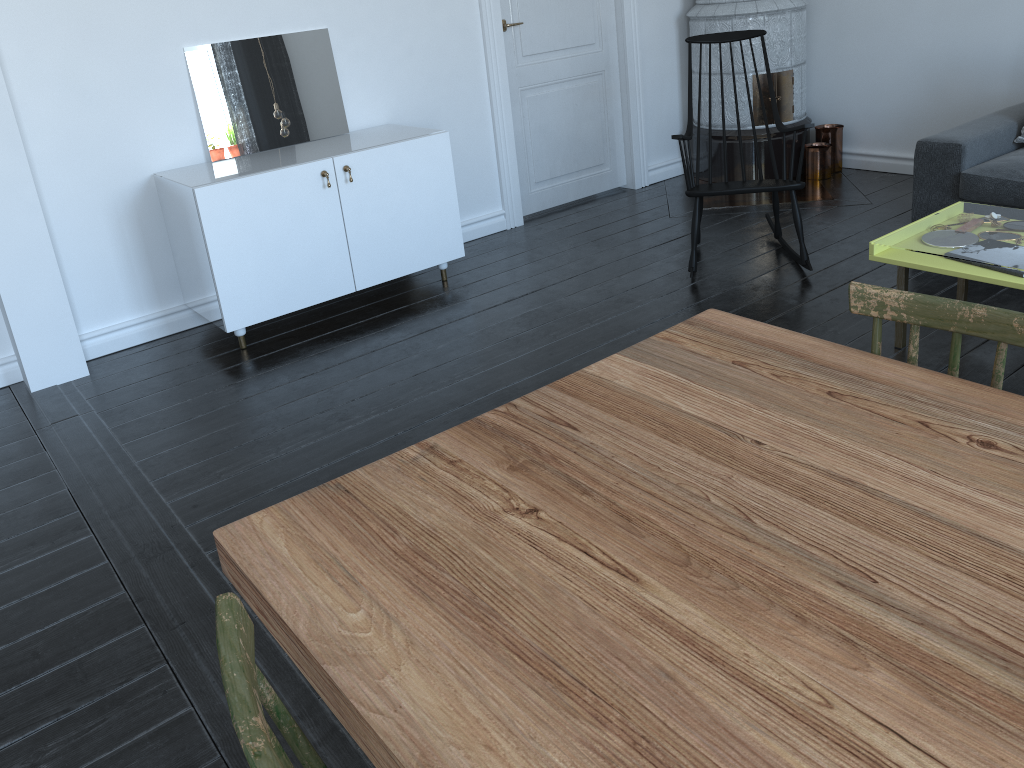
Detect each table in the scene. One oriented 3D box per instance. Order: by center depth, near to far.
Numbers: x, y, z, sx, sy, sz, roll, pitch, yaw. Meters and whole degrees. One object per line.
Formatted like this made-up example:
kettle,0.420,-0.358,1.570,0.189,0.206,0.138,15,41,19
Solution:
table,0.708,0.666,0.725,1.037,0.689,2.275,-22,28,-31
table,1.893,-0.203,2.675,0.612,0.384,1.431,-22,28,-31

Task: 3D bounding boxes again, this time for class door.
door,0.267,-2.225,5.064,1.192,2.383,0.118,-21,24,-34

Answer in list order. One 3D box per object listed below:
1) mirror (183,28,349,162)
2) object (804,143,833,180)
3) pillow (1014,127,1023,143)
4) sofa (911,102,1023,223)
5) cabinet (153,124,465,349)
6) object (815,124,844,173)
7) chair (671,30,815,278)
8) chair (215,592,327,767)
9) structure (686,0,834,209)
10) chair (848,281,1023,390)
mirror,-1.119,-1.353,4.094,0.709,0.484,0.055,-23,25,-33
object,1.887,-1.374,5.438,0.176,0.192,0.176,14,30,41
pillow,3.054,-1.069,3.343,0.486,0.473,2.106,-19,27,-27
sofa,2.955,-0.838,3.411,1.105,0.696,2.424,-22,28,-31
cabinet,-0.881,-0.713,4.076,1.224,0.708,0.602,-23,27,-32
object,1.999,-1.484,5.555,0.179,0.270,0.176,-21,25,-32
chair,1.054,-1.101,4.131,0.611,0.967,0.943,-3,22,9
chair,0.037,0.583,0.946,0.495,0.797,0.476,-22,25,-34
structure,1.389,-2.610,5.140,0.777,2.783,1.320,-3,21,9
chair,0.624,0.326,1.354,0.495,0.796,0.476,-22,25,-34
